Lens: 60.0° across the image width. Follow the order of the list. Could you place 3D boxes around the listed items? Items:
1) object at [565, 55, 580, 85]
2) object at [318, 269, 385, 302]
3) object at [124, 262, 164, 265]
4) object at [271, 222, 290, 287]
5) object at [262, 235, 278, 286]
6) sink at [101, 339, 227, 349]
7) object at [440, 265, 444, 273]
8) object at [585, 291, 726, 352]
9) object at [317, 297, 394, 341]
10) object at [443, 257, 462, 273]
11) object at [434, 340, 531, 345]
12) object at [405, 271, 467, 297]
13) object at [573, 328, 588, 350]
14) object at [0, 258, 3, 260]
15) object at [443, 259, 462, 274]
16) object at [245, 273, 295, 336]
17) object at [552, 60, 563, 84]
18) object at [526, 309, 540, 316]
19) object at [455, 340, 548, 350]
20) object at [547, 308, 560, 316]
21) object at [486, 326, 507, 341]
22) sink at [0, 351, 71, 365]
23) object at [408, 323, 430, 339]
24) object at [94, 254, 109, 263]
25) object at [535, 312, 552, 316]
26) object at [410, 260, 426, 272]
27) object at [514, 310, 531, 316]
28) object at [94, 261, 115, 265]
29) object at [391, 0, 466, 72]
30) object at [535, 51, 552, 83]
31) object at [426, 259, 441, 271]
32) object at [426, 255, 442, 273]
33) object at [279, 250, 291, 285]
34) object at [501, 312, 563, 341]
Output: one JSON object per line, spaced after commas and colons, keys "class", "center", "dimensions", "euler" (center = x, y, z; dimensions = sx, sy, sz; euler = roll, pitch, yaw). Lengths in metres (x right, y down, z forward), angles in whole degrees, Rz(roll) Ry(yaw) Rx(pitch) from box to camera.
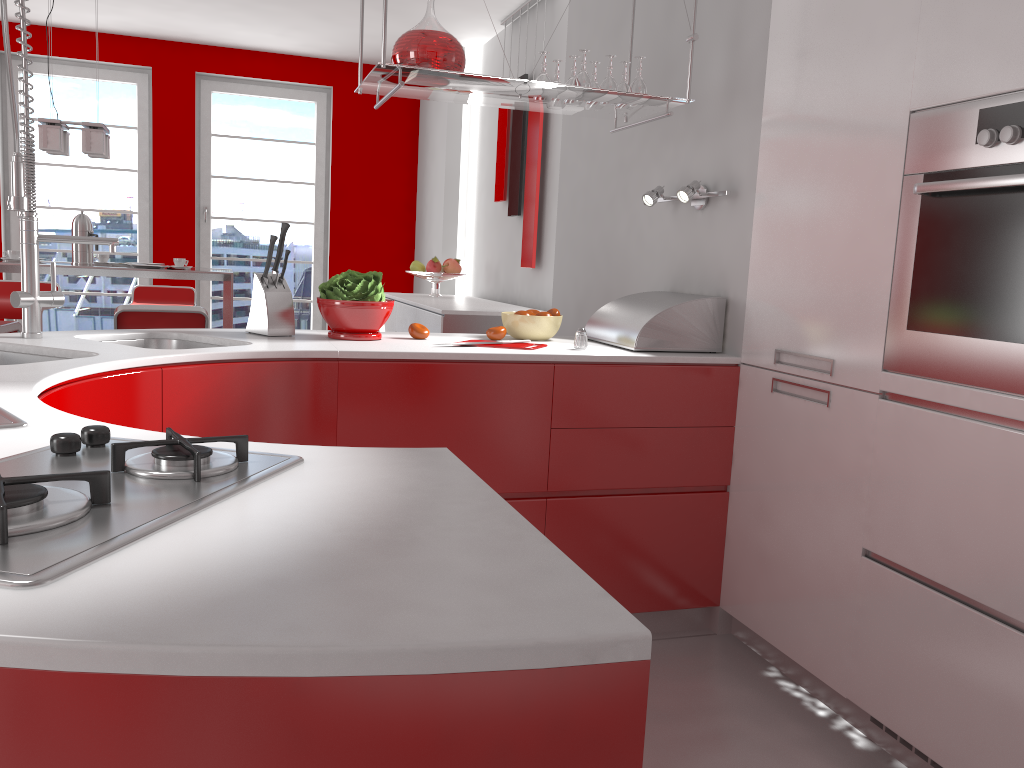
{"class": "object", "center": [0.191, -0.946, 2.763], "dimensions": [0.060, 0.141, 0.060], "euler": [0, 8, -18]}
{"class": "object", "center": [-0.474, -0.247, 2.633], "dimensions": [0.198, 0.182, 0.193], "euler": [1, 8, -13]}
{"class": "object", "center": [-2.113, -0.688, 5.104], "dimensions": [0.217, 0.015, 0.217], "euler": [-4, 11, -42]}
{"class": "object", "center": [-0.693, -0.310, 2.596], "dimensions": [0.150, 0.322, 0.014], "euler": [10, 11, 42]}
{"class": "object", "center": [-0.719, -0.293, 2.585], "dimensions": [0.130, 0.279, 0.012], "euler": [10, 11, 42]}
{"class": "sink", "center": [-0.926, -0.012, 2.360], "dimensions": [0.428, 0.172, 0.326], "euler": [8, 9, 32]}
{"class": "object", "center": [-0.485, -0.741, 5.786], "dimensions": [0.086, 0.079, 0.084], "euler": [4, 8, 10]}
{"class": "object", "center": [0.452, -0.213, 2.886], "dimensions": [0.300, 0.170, 0.400], "euler": [0, 8, -18]}
{"class": "object", "center": [-0.467, -0.195, 2.644], "dimensions": [0.228, 0.118, 0.229], "euler": [10, 11, 42]}
{"class": "object", "center": [-0.405, -0.777, 5.820], "dimensions": [0.117, 0.129, 0.150], "euler": [7, 9, 29]}
{"class": "object", "center": [-0.079, -0.122, 2.624], "dimensions": [0.375, 0.008, 0.041], "euler": [-4, 10, -41]}
{"class": "object", "center": [-0.497, -0.648, 5.772], "dimensions": [0.398, 0.159, 0.398], "euler": [8, 9, 31]}
{"class": "object", "center": [0.207, -0.136, 2.660], "dimensions": [0.043, 0.066, 0.042], "euler": [2, 8, -5]}
{"class": "object", "center": [-2.830, -0.690, 4.866], "dimensions": [0.095, 0.012, 0.234], "euler": [0, 8, -19]}
{"class": "object", "center": [-0.377, -0.750, 5.697], "dimensions": [0.121, 0.101, 0.097], "euler": [-4, 10, -39]}
{"class": "object", "center": [-0.715, -0.238, 2.626], "dimensions": [0.091, 0.178, 0.137], "euler": [-5, 11, -45]}
{"class": "object", "center": [0.142, -0.958, 2.833], "dimensions": [0.060, 0.141, 0.060], "euler": [-4, 10, -41]}
{"class": "object", "center": [0.070, -0.221, 2.943], "dimensions": [0.065, 0.052, 0.062], "euler": [-2, 9, -33]}
{"class": "object", "center": [-0.033, -0.118, 2.659], "dimensions": [0.266, 0.006, 0.168], "euler": [4, 8, 8]}
{"class": "object", "center": [0.131, -0.222, 2.943], "dimensions": [0.055, 0.058, 0.066], "euler": [-2, 9, -33]}
{"class": "object", "center": [-0.050, -0.162, 2.833], "dimensions": [0.065, 0.047, 0.063], "euler": [0, 8, -18]}
{"class": "sink", "center": [-1.147, 0.036, 1.929], "dimensions": [0.428, 0.172, 0.326], "euler": [6, 8, 21]}
{"class": "object", "center": [-0.287, -0.162, 2.734], "dimensions": [0.064, 0.048, 0.063], "euler": [-4, 10, -40]}
{"class": "object", "center": [-2.278, -0.696, 4.930], "dimensions": [0.078, 0.049, 0.062], "euler": [6, 8, 22]}
{"class": "object", "center": [0.101, -0.212, 2.890], "dimensions": [0.066, 0.049, 0.062], "euler": [0, 8, -21]}
{"class": "object", "center": [-0.607, -0.756, 5.743], "dimensions": [0.100, 0.086, 0.083], "euler": [8, 9, 31]}
{"class": "object", "center": [0.034, -0.215, 2.888], "dimensions": [0.066, 0.049, 0.062], "euler": [1, 8, -10]}
{"class": "object", "center": [-2.272, -0.671, 4.930], "dimensions": [0.119, 0.016, 0.119], "euler": [0, 8, -21]}
{"class": "object", "center": [-0.237, -1.001, 2.548], "dimensions": [0.213, 0.266, 0.213], "euler": [4, 8, 10]}
{"class": "object", "center": [0.097, -0.947, 2.731], "dimensions": [0.060, 0.141, 0.060], "euler": [0, 8, -18]}
{"class": "object", "center": [-0.520, -0.776, 5.860], "dimensions": [0.096, 0.105, 0.117], "euler": [4, 8, 11]}
{"class": "object", "center": [-0.505, -0.759, 5.665], "dimensions": [0.097, 0.133, 0.117], "euler": [-1, 9, -29]}
{"class": "object", "center": [-0.681, -0.299, 2.623], "dimensions": [0.091, 0.197, 0.009], "euler": [10, 11, 42]}
{"class": "object", "center": [0.064, -0.188, 2.928], "dimensions": [0.201, 0.086, 0.201], "euler": [0, 8, -17]}
